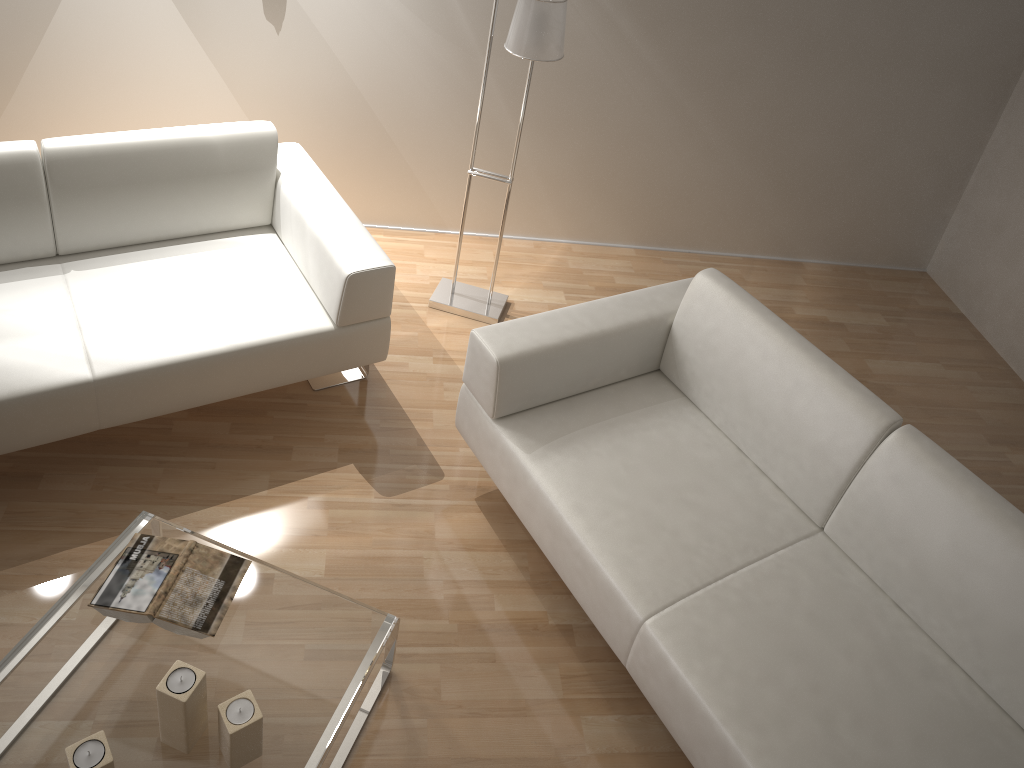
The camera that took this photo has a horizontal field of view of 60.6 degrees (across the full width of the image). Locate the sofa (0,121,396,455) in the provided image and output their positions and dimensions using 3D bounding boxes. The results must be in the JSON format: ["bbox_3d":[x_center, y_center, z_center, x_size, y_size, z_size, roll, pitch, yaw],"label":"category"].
[{"bbox_3d":[-1.360,-0.283,2.674,1.809,0.688,0.960,-15,43,-30],"label":"sofa"}]

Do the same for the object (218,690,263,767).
[{"bbox_3d":[-0.532,0.675,1.714,0.068,0.140,0.071,-16,43,-34],"label":"object"}]

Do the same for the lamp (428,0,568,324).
[{"bbox_3d":[-0.043,-0.953,3.145,0.367,1.550,0.223,16,34,6],"label":"lamp"}]

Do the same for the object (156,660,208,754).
[{"bbox_3d":[-0.643,0.629,1.712,0.068,0.182,0.071,19,35,10],"label":"object"}]

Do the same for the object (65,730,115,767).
[{"bbox_3d":[-0.771,0.713,1.608,0.068,0.140,0.071,-16,43,-34],"label":"object"}]

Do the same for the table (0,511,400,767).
[{"bbox_3d":[-0.734,0.739,1.889,0.707,0.232,0.847,18,38,10],"label":"table"}]

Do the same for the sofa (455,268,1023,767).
[{"bbox_3d":[0.674,0.442,2.234,0.919,0.688,1.890,-13,43,-29],"label":"sofa"}]

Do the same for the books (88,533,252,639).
[{"bbox_3d":[-0.776,0.457,2.006,0.292,0.052,0.219,12,37,2],"label":"books"}]
